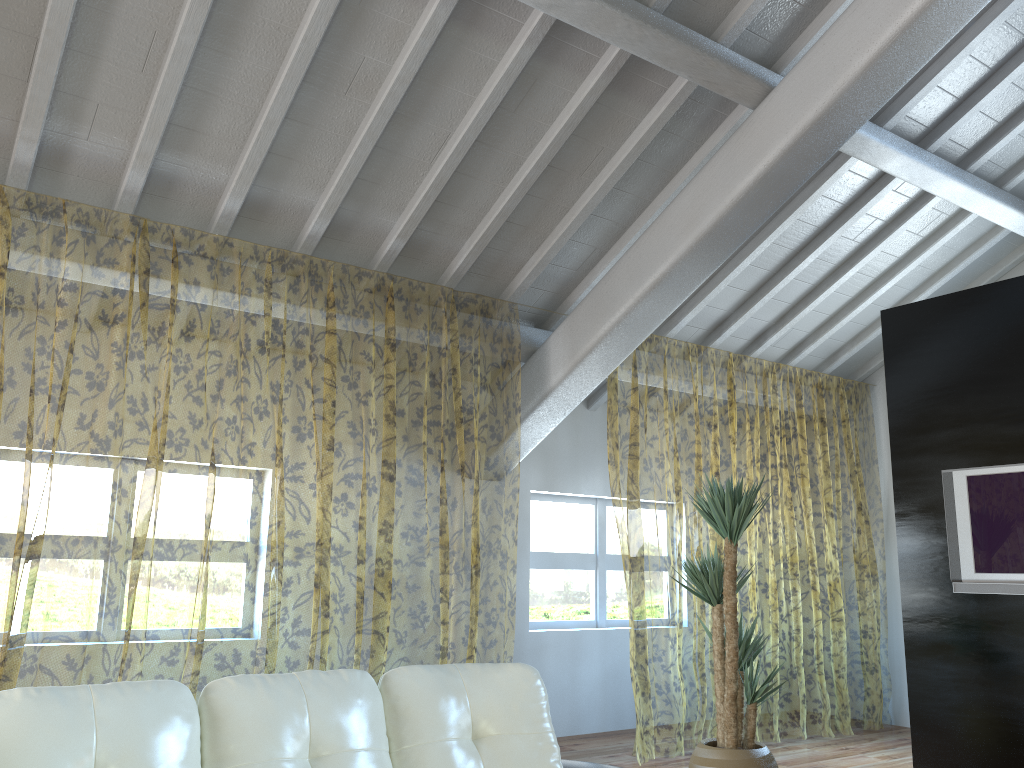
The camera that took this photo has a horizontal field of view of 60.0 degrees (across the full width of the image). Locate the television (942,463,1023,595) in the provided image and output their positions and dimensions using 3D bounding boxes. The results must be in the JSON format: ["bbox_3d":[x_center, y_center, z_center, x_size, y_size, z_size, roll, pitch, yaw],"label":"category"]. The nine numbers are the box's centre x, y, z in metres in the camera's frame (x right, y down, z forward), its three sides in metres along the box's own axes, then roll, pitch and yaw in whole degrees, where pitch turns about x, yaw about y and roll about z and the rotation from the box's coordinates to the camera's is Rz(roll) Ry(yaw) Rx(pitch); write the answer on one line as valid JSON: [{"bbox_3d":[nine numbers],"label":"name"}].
[{"bbox_3d":[2.700,0.671,4.161,0.044,0.639,1.336,9,-15,-34],"label":"television"}]

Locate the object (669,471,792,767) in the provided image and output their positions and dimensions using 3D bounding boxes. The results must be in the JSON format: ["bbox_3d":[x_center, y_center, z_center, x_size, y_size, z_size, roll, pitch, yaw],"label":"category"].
[{"bbox_3d":[1.044,1.223,4.312,0.564,1.586,0.588,1,-12,-2],"label":"object"}]

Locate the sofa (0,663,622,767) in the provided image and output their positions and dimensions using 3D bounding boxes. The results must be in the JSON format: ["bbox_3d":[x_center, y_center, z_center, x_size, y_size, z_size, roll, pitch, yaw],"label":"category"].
[{"bbox_3d":[-0.770,0.978,1.517,1.359,0.805,3.047,-7,-14,33],"label":"sofa"}]

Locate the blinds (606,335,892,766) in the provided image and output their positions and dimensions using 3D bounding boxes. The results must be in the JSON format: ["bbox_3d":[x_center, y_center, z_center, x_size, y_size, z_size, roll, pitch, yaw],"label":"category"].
[{"bbox_3d":[1.671,1.067,5.968,2.780,2.546,0.306,9,-15,-34],"label":"blinds"}]

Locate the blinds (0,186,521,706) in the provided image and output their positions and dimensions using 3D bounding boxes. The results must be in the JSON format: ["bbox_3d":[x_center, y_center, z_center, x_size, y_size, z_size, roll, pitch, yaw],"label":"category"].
[{"bbox_3d":[-1.397,0.560,3.838,3.505,2.546,0.306,9,-15,-34],"label":"blinds"}]
